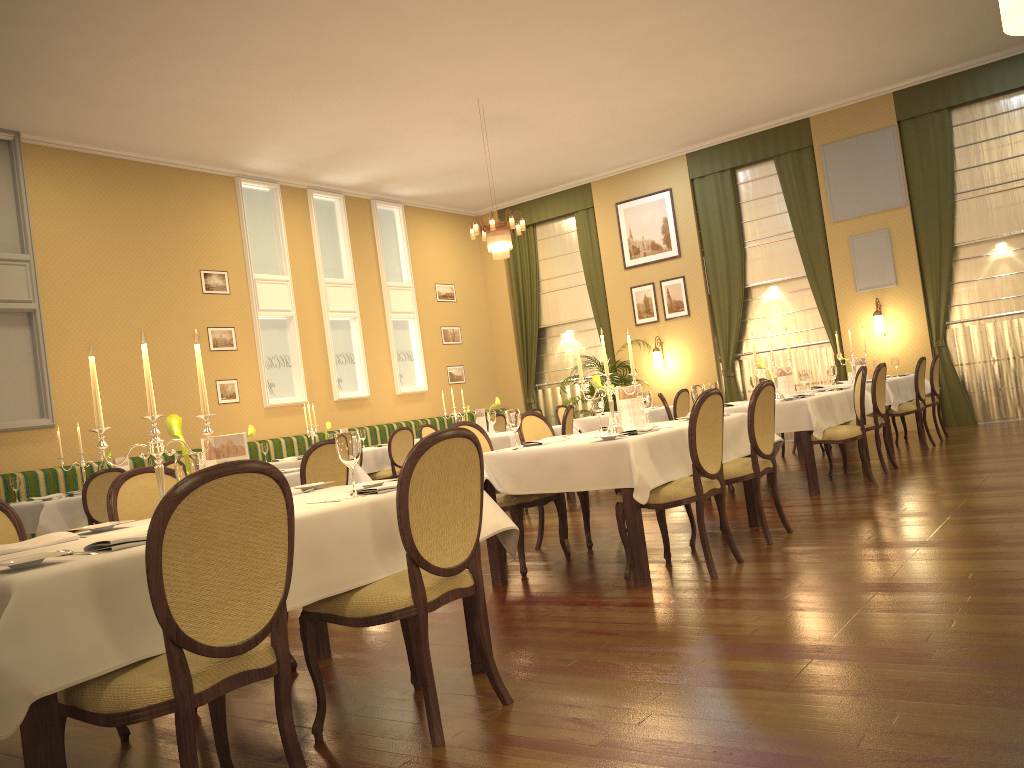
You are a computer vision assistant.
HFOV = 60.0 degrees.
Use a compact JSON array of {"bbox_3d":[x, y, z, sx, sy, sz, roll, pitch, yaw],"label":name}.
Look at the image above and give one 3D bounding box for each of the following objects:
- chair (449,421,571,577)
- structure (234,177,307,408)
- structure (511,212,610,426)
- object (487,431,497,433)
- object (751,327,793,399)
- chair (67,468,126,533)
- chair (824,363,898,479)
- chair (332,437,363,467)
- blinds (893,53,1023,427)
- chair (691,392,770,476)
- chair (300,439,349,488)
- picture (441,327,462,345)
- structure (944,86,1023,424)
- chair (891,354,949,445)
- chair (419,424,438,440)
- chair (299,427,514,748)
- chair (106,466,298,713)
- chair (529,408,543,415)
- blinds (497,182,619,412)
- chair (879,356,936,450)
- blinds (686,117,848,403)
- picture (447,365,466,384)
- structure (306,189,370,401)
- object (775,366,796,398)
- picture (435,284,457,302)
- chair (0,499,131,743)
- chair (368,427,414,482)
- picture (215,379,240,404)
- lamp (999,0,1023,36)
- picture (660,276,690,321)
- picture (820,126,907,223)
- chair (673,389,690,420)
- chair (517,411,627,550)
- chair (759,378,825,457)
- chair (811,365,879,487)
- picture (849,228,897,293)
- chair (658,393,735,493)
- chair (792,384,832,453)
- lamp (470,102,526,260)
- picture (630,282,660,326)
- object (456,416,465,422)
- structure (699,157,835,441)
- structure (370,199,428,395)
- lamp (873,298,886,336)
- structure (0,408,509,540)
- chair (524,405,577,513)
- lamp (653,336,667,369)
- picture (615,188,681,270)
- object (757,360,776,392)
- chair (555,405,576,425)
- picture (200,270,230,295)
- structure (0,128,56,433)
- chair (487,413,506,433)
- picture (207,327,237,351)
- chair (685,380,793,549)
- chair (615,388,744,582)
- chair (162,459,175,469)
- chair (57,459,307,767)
[{"bbox_3d":[-0.046,0.680,5.574,0.571,0.955,0.530,-9,-2,35],"label":"chair"},{"bbox_3d":[-3.172,-1.192,11.610,0.200,2.985,0.687,-9,-2,35],"label":"structure"},{"bbox_3d":[0.895,-0.982,14.790,1.942,4.511,0.123,-9,-2,35],"label":"structure"},{"bbox_3d":[-0.235,0.518,9.316,0.160,0.024,0.160,-9,-2,35],"label":"object"},{"bbox_3d":[2.293,-0.184,7.773,0.390,0.655,0.131,-7,-2,-21],"label":"object"},{"bbox_3d":[-3.436,1.191,7.341,0.571,0.955,0.530,-9,-2,35],"label":"chair"},{"bbox_3d":[3.086,0.321,7.894,0.571,0.955,0.530,-9,-2,35],"label":"chair"},{"bbox_3d":[-1.864,1.041,9.571,0.530,0.955,0.571,-7,-2,-30],"label":"chair"},{"bbox_3d":[6.016,-1.799,10.991,1.876,4.537,0.129,-9,-2,35],"label":"blinds"},{"bbox_3d":[2.112,0.475,8.651,0.571,0.955,0.530,-9,-2,35],"label":"chair"},{"bbox_3d":[-1.390,0.877,6.058,0.571,0.955,0.530,-9,-2,35],"label":"chair"},{"bbox_3d":[-0.992,-0.797,14.556,0.008,0.294,0.504,-9,-2,35],"label":"picture"},{"bbox_3d":[6.080,-1.792,11.092,1.898,4.511,0.137,-9,-2,35],"label":"structure"},{"bbox_3d":[4.619,0.175,10.079,0.571,0.955,0.530,-9,-2,35],"label":"chair"},{"bbox_3d":[-0.618,0.864,9.309,0.571,0.955,0.530,-8,-2,25],"label":"chair"},{"bbox_3d":[-0.360,0.649,2.981,0.571,0.955,0.530,-9,-2,35],"label":"chair"},{"bbox_3d":[-1.334,0.803,3.738,0.571,0.955,0.530,-9,-2,35],"label":"chair"},{"bbox_3d":[0.172,0.846,12.428,0.571,0.955,0.530,-9,-2,35],"label":"chair"},{"bbox_3d":[0.829,-0.989,14.696,1.934,4.537,0.225,-9,-2,34],"label":"blinds"},{"bbox_3d":[4.136,0.221,9.391,0.571,0.955,0.530,-9,-2,35],"label":"chair"},{"bbox_3d":[3.658,-1.431,12.669,1.878,4.537,0.129,-9,-2,35],"label":"blinds"},{"bbox_3d":[-0.912,-0.151,14.526,0.008,0.294,0.437,-9,-2,35],"label":"picture"},{"bbox_3d":[-2.486,-1.257,12.588,0.200,2.985,0.661,-9,-2,35],"label":"structure"},{"bbox_3d":[2.454,-0.012,7.959,0.166,0.277,0.081,-8,-2,7],"label":"object"},{"bbox_3d":[-1.086,-1.495,14.575,0.008,0.294,0.504,-9,-2,35],"label":"picture"},{"bbox_3d":[-1.777,0.845,3.106,0.571,0.955,0.530,-9,-2,35],"label":"chair"},{"bbox_3d":[-1.401,0.997,10.240,0.571,0.955,0.530,-9,-2,35],"label":"chair"},{"bbox_3d":[-3.480,0.093,10.864,0.008,0.294,0.313,-9,-2,35],"label":"picture"},{"bbox_3d":[0.651,-0.616,0.904,0.323,0.513,0.114,-8,-2,24],"label":"lamp"},{"bbox_3d":[2.466,-1.297,13.446,0.412,0.619,0.022,-9,-2,35],"label":"picture"},{"bbox_3d":[4.666,-2.778,11.798,0.966,1.057,0.027,-9,-2,35],"label":"picture"},{"bbox_3d":[1.900,0.563,10.750,0.571,0.955,0.530,-9,-2,35],"label":"chair"},{"bbox_3d":[0.397,0.638,6.206,0.571,0.955,0.530,-9,-2,35],"label":"chair"},{"bbox_3d":[3.202,0.371,10.204,0.571,0.955,0.530,-9,-2,35],"label":"chair"},{"bbox_3d":[2.629,0.362,7.166,0.571,0.955,0.530,-8,-2,15],"label":"chair"},{"bbox_3d":[4.793,-1.633,11.785,0.512,0.769,0.027,-9,-2,35],"label":"picture"},{"bbox_3d":[1.673,0.517,8.042,0.571,0.955,0.530,-8,-2,10],"label":"chair"},{"bbox_3d":[3.645,0.329,10.836,0.571,0.955,0.530,-9,-2,35],"label":"chair"},{"bbox_3d":[-0.239,-2.314,10.047,0.593,1.796,0.593,-9,-2,33],"label":"lamp"},{"bbox_3d":[2.055,-1.233,13.739,0.412,0.619,0.022,-9,-2,35],"label":"picture"},{"bbox_3d":[-0.505,0.440,8.920,0.088,0.229,0.088,-7,-2,-13],"label":"object"},{"bbox_3d":[3.722,-1.424,12.770,1.900,4.511,0.134,-9,-2,35],"label":"structure"},{"bbox_3d":[-1.758,-1.326,13.625,0.200,2.985,0.670,-9,-2,35],"label":"structure"},{"bbox_3d":[4.809,-0.874,11.643,0.114,0.513,0.323,-8,-2,24],"label":"lamp"},{"bbox_3d":[-3.961,1.282,9.237,0.850,1.031,14.516,-9,-2,35],"label":"structure"},{"bbox_3d":[0.372,0.709,8.568,0.571,0.955,0.530,-8,-2,15],"label":"chair"},{"bbox_3d":[2.227,-0.471,13.481,0.114,0.513,0.323,-8,-2,24],"label":"lamp"},{"bbox_3d":[2.083,-2.375,13.639,0.966,1.057,0.027,-9,-2,35],"label":"picture"},{"bbox_3d":[2.304,-0.042,8.003,0.076,0.375,0.163,-7,-2,-33],"label":"object"},{"bbox_3d":[0.926,0.717,11.506,0.571,0.955,0.530,-9,-2,35],"label":"chair"},{"bbox_3d":[-3.652,-1.251,10.917,0.008,0.294,0.401,-9,-2,35],"label":"picture"},{"bbox_3d":[-5.183,-1.059,8.757,0.200,3.103,0.956,-9,-2,35],"label":"structure"},{"bbox_3d":[-0.338,0.896,11.758,0.571,0.955,0.530,-9,-2,35],"label":"chair"},{"bbox_3d":[-3.558,-0.553,10.897,0.008,0.294,0.401,-9,-2,35],"label":"picture"},{"bbox_3d":[1.371,0.484,5.450,0.571,0.955,0.530,-9,-2,35],"label":"chair"},{"bbox_3d":[0.888,0.530,4.761,0.571,0.955,0.530,-9,-2,35],"label":"chair"},{"bbox_3d":[-2.365,1.030,6.815,0.571,0.955,0.530,-9,-2,35],"label":"chair"},{"bbox_3d":[-0.843,0.695,2.293,0.571,0.955,0.530,-9,-2,35],"label":"chair"}]
